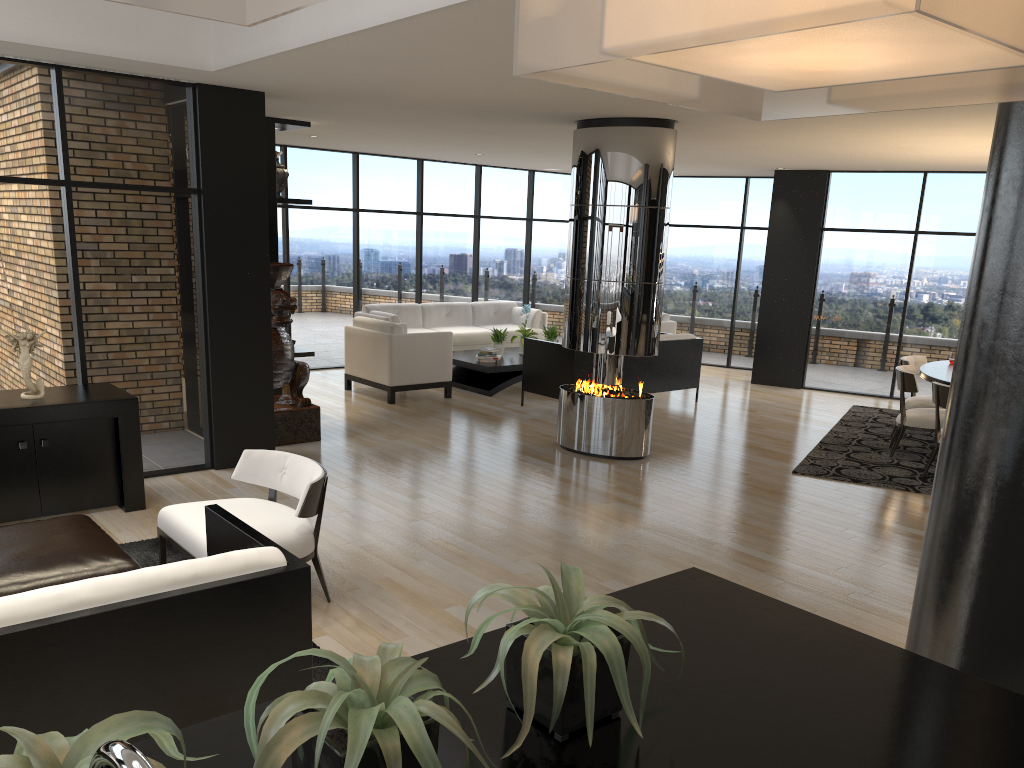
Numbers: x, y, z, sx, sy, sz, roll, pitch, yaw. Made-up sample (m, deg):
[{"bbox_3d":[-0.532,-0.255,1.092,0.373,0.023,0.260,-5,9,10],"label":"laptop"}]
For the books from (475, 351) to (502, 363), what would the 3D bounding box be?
[{"bbox_3d":[-0.275,-0.328,10.421,0.307,0.129,0.219,2,11,-1],"label":"books"}]

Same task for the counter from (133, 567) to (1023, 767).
[{"bbox_3d":[-0.380,0.673,0.774,3.095,0.032,1.163,-6,13,-39],"label":"counter"}]

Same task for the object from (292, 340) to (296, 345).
[{"bbox_3d":[-2.286,-0.512,8.729,0.211,0.320,0.368,-9,17,-40],"label":"object"}]

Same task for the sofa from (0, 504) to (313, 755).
[{"bbox_3d":[-1.731,0.958,2.700,2.019,0.821,0.826,-6,15,-39],"label":"sofa"}]

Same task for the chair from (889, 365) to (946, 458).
[{"bbox_3d":[3.736,0.277,7.970,0.614,0.824,0.631,7,14,20],"label":"chair"}]

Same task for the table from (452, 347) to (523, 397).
[{"bbox_3d":[0.109,-0.194,11.163,2.019,0.359,1.247,-6,13,-39],"label":"table"}]

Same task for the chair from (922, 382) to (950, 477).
[{"bbox_3d":[3.748,0.413,7.187,0.613,0.824,0.632,-6,15,-33],"label":"chair"}]

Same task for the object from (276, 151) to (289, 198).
[{"bbox_3d":[-2.234,-2.032,8.339,0.244,0.556,0.239,3,14,4],"label":"object"}]

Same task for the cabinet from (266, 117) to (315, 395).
[{"bbox_3d":[-3.163,-1.200,9.036,1.177,2.801,2.623,-9,17,-38],"label":"cabinet"}]

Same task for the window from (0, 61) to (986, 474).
[{"bbox_3d":[-0.476,-1.615,5.927,10.033,4.889,15.713,10,13,36],"label":"window"}]

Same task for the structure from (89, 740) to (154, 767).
[{"bbox_3d":[-0.195,0.790,0.575,2.758,1.040,0.646,-6,16,-39],"label":"structure"}]

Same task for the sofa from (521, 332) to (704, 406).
[{"bbox_3d":[1.145,-0.171,9.931,2.019,0.821,0.826,-6,15,-39],"label":"sofa"}]

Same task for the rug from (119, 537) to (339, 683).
[{"bbox_3d":[-2.400,1.210,3.449,3.014,0.012,2.447,-5,13,-38],"label":"rug"}]

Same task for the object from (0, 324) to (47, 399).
[{"bbox_3d":[-2.937,-0.139,5.363,0.255,0.469,0.104,-8,18,-37],"label":"object"}]

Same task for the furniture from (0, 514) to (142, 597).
[{"bbox_3d":[-2.130,0.914,3.815,0.822,0.494,0.816,-7,14,-39],"label":"furniture"}]

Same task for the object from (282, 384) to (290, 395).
[{"bbox_3d":[-2.310,-0.018,8.867,0.223,0.505,0.217,-1,14,-13],"label":"object"}]

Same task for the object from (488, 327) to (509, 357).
[{"bbox_3d":[-0.164,-0.526,10.872,0.284,0.378,0.210,5,14,13],"label":"object"}]

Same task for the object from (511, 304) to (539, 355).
[{"bbox_3d":[0.190,-0.684,11.078,0.355,0.645,0.362,-3,14,-20],"label":"object"}]

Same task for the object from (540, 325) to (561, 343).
[{"bbox_3d":[0.497,-0.587,11.388,0.282,0.378,0.211,9,15,27],"label":"object"}]

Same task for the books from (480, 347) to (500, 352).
[{"bbox_3d":[-0.256,-0.402,10.398,0.183,0.027,0.153,11,13,40],"label":"books"}]

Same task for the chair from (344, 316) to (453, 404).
[{"bbox_3d":[-1.280,-0.311,9.993,0.849,0.874,0.987,-8,16,-39],"label":"chair"}]

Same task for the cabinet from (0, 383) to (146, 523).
[{"bbox_3d":[-3.737,0.518,4.940,3.019,0.756,0.612,-6,15,-39],"label":"cabinet"}]

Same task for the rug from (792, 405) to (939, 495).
[{"bbox_3d":[4.402,0.654,8.331,2.701,0.011,3.669,8,11,27],"label":"rug"}]

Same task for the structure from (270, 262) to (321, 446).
[{"bbox_3d":[-2.074,-0.323,7.671,0.513,1.628,0.720,-9,18,-39],"label":"structure"}]

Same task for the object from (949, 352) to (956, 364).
[{"bbox_3d":[4.344,-0.253,8.663,0.094,0.108,0.094,12,16,38],"label":"object"}]

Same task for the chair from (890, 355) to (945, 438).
[{"bbox_3d":[4.116,0.162,8.725,0.610,0.824,0.635,12,16,37],"label":"chair"}]

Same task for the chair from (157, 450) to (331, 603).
[{"bbox_3d":[-1.299,0.745,4.429,0.680,0.689,0.794,-8,16,-39],"label":"chair"}]

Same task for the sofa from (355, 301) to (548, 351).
[{"bbox_3d":[-0.779,-0.669,12.183,2.677,0.874,0.842,-6,15,-39],"label":"sofa"}]

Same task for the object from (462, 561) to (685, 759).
[{"bbox_3d":[0.132,0.434,1.467,0.406,0.244,0.390,-1,12,-15],"label":"object"}]

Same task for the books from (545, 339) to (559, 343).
[{"bbox_3d":[0.518,-0.532,11.790,0.223,0.129,0.302,6,11,18],"label":"books"}]

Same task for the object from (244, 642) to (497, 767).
[{"bbox_3d":[-0.201,0.461,1.230,0.397,0.244,0.398,-1,12,-15],"label":"object"}]

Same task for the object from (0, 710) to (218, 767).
[{"bbox_3d":[-0.552,0.501,0.982,0.406,0.222,0.390,-1,11,-15],"label":"object"}]

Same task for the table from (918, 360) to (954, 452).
[{"bbox_3d":[4.375,0.285,8.185,1.201,0.785,2.077,9,12,29],"label":"table"}]

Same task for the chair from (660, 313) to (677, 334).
[{"bbox_3d":[1.620,-0.591,12.323,0.849,0.874,0.987,-8,16,-39],"label":"chair"}]

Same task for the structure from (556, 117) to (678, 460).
[{"bbox_3d":[0.858,-0.764,7.495,0.883,2.802,0.579,13,18,36],"label":"structure"}]
